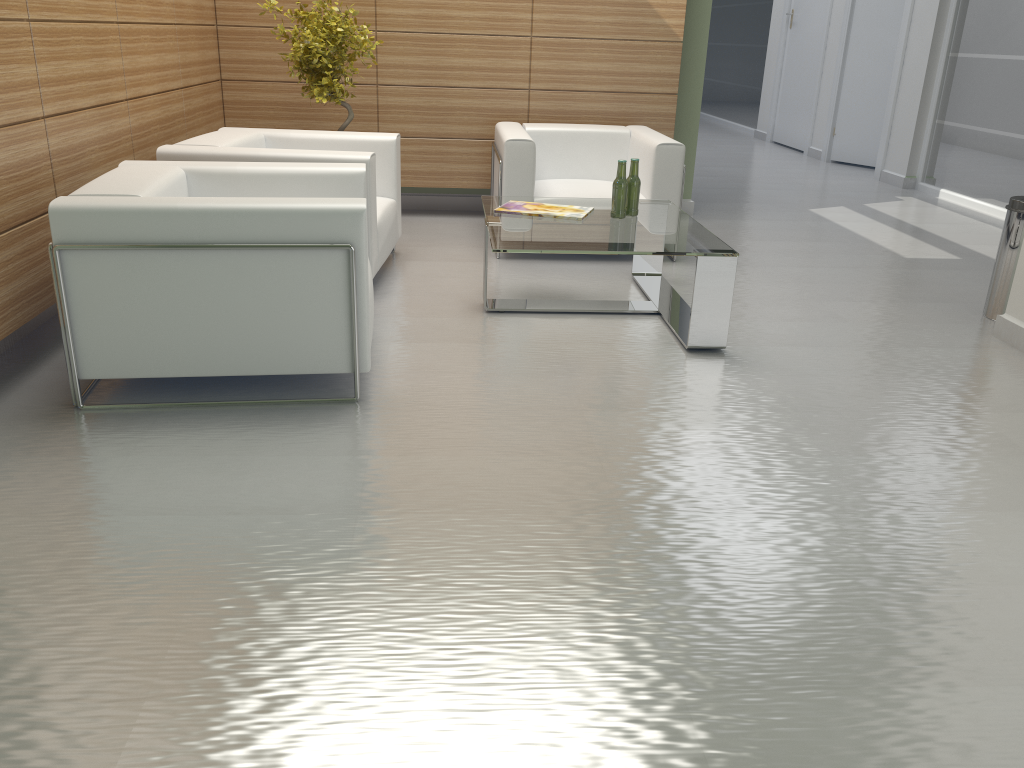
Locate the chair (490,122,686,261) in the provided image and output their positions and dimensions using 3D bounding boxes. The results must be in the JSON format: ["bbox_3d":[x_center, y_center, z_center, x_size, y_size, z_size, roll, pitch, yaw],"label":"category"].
[{"bbox_3d":[0.751,-2.150,9.766,1.894,1.234,1.802,0,22,-4],"label":"chair"}]

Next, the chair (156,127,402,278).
[{"bbox_3d":[-1.999,-1.637,8.217,1.769,1.234,1.894,2,22,0],"label":"chair"}]

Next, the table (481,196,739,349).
[{"bbox_3d":[0.658,-1.001,7.447,1.783,0.742,2.197,0,22,-4],"label":"table"}]

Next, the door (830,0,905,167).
[{"bbox_3d":[7.017,-6.482,15.904,0.134,5.083,2.089,-12,26,-32],"label":"door"}]

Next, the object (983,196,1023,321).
[{"bbox_3d":[4.387,-1.056,7.584,0.483,1.027,0.482,-12,25,-31],"label":"object"}]

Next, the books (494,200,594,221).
[{"bbox_3d":[0.281,-1.491,7.604,0.762,0.025,0.508,8,22,14],"label":"books"}]

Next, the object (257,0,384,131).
[{"bbox_3d":[-2.044,-2.865,9.488,1.201,2.565,1.116,-13,26,-34],"label":"object"}]

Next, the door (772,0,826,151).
[{"bbox_3d":[6.219,-7.667,18.833,0.250,5.083,2.089,0,22,-4],"label":"door"}]

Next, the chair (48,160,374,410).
[{"bbox_3d":[-1.861,-0.780,6.060,1.802,1.234,1.894,-1,22,-9],"label":"chair"}]

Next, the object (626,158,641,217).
[{"bbox_3d":[1.018,-1.659,7.482,0.131,0.475,0.131,-15,27,-37],"label":"object"}]

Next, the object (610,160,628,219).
[{"bbox_3d":[0.898,-1.615,7.360,0.131,0.475,0.131,-15,27,-37],"label":"object"}]
